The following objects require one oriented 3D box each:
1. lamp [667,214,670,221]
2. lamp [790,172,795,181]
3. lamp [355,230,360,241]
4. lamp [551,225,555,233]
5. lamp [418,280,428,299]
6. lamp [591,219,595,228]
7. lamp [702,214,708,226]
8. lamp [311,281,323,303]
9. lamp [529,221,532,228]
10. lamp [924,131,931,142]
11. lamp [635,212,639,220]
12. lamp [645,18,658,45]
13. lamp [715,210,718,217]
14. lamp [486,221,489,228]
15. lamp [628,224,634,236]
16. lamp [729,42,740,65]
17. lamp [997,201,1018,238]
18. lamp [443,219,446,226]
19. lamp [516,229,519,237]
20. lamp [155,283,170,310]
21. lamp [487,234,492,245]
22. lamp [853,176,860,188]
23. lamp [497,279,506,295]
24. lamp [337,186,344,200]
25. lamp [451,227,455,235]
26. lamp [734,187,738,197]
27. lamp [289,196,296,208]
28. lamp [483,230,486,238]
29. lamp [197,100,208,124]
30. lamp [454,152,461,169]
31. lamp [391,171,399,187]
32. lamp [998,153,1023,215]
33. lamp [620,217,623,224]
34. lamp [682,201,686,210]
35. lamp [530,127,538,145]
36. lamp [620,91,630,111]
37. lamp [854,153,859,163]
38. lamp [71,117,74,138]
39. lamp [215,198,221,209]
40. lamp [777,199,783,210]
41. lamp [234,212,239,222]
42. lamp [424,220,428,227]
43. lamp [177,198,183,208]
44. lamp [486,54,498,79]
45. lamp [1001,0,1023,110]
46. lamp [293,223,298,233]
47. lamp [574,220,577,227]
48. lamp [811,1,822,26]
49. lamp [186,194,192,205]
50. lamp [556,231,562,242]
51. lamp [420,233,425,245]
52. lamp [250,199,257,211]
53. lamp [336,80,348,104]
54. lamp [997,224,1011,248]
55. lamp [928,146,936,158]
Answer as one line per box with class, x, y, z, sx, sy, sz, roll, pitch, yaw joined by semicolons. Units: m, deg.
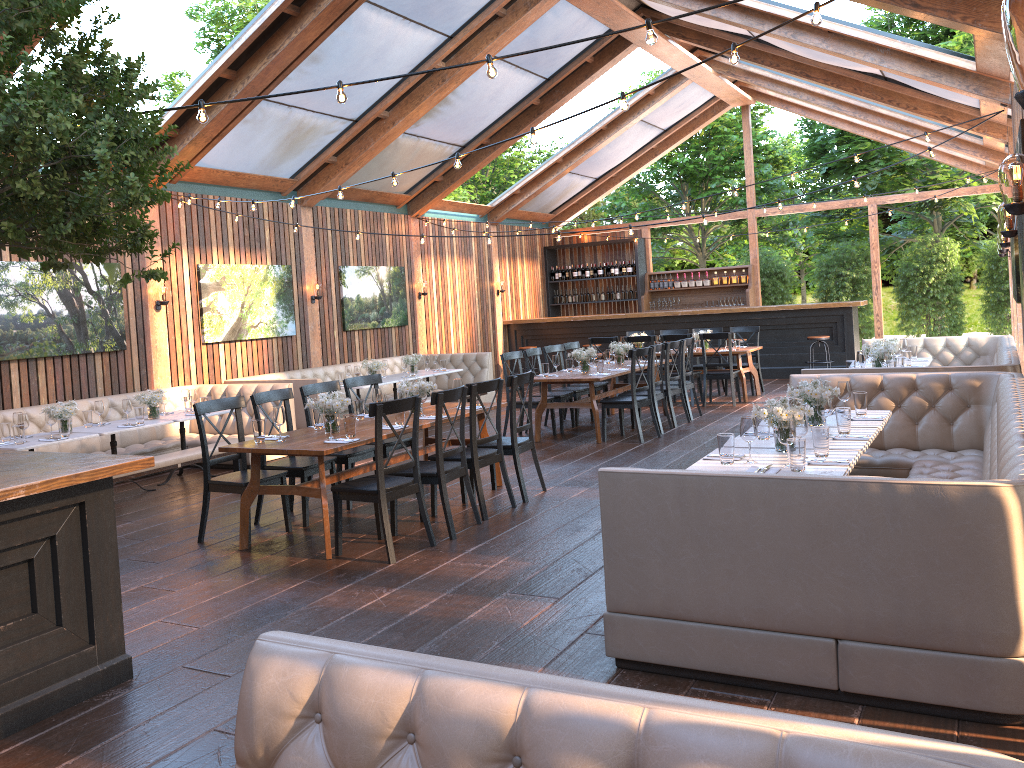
lamp;2.546;-2.718;14.412;0.056;0.120;0.056;-2;2;35
lamp;3.243;-2.405;10.237;0.056;0.114;0.075;-4;2;-15
lamp;-1.732;-1.668;9.920;0.056;0.120;0.056;-5;2;-33
lamp;0.604;-2.268;12.957;0.056;0.119;0.059;-3;2;8
lamp;-1.534;-1.642;15.350;0.178;0.319;0.147;-2;2;29
lamp;1.138;-2.251;12.419;0.056;0.121;0.056;-4;2;-3
lamp;1.994;-1.694;9.130;0.056;0.120;0.056;-4;2;-11
lamp;-2.852;-1.342;12.940;0.178;0.319;0.147;-2;2;29
lamp;0.312;-2.683;14.904;0.056;0.119;0.059;-4;2;-18
lamp;4.312;-2.564;9.176;0.056;0.118;0.064;-4;2;3
lamp;1.673;-2.256;11.867;0.057;0.119;0.056;-3;2;23
lamp;0.645;-1.637;4.116;0.062;0.119;0.056;-4;2;-19
lamp;3.290;-2.751;14.267;0.056;0.121;0.056;-5;2;-35
lamp;-0.420;-2.719;15.081;0.061;0.119;0.056;-2;3;45
lamp;1.246;-1.613;9.277;0.056;0.121;0.056;-3;2;28
lamp;1.205;-1.793;4.803;0.056;0.121;0.056;-5;2;-37
lamp;3.559;-1.153;6.300;0.178;0.319;0.147;-2;2;29
lamp;-1.168;-2.783;15.230;0.056;0.120;0.056;-4;2;-10
lamp;0.083;-2.303;13.513;0.056;0.121;0.056;-5;2;-27
lamp;-4.162;-1.045;10.544;0.178;0.319;0.147;-2;2;29
lamp;-0.247;-1.566;9.576;0.056;0.120;0.056;-5;3;-42
lamp;3.453;-2.023;8.866;0.059;0.119;0.056;-5;2;-30
lamp;-0.211;-1.942;17.769;0.178;0.319;0.147;-2;2;29
lamp;-1.454;-1.619;7.493;0.056;0.121;0.056;-2;3;44
lamp;-0.972;-2.525;14.605;0.066;0.117;0.056;-5;2;-32
lamp;2.733;-2.343;10.799;0.056;0.120;0.056;-3;2;5
lamp;-1.992;-1.652;8.024;0.067;0.117;0.056;-4;2;-8
lamp;-0.445;-2.380;14.064;0.056;0.121;0.056;-2;3;45
lamp;-1.587;-1.395;4.531;0.056;0.121;0.056;-3;2;9
lamp;-0.396;-1.615;6.403;0.056;0.121;0.056;-4;2;-20
lamp;-0.920;-1.609;6.948;0.056;0.121;0.056;-3;2;4
lamp;2.232;-0.852;3.873;0.178;0.319;0.147;-2;2;29
lamp;1.799;-2.691;14.582;0.056;0.120;0.056;-4;2;-15
lamp;2.200;-2.289;11.329;0.056;0.121;0.056;-2;3;43
lamp;0.143;-1.645;5.867;0.056;0.121;0.056;-2;2;38
lamp;0.678;-1.704;5.332;0.056;0.121;0.056;-2;3;41
lamp;3.777;-2.481;9.700;0.056;0.114;0.075;-3;3;27
lamp;-2.335;-1.360;4.678;0.056;0.121;0.056;-5;2;-36
lamp;-3.036;-1.864;9.131;0.063;0.118;0.057;-3;2;22
lamp;2.730;-1.826;9.000;0.056;0.120;0.056;-3;2;26
lamp;-3.197;-1.935;10.262;0.056;0.119;0.060;-5;3;-39
lamp;-1.475;-2.751;15.150;0.056;0.118;0.065;-4;2;-11
lamp;-3.916;-2.129;10.427;0.062;0.118;0.056;-3;2;12
lamp;-0.097;-1.522;4.235;0.056;0.120;0.056;-4;2;-5
lamp;0.915;-0.553;1.466;0.178;0.319;0.147;-2;2;29
lamp;-2.469;-1.780;10.089;0.056;0.116;0.071;-5;3;-39
lamp;1.055;-2.677;14.742;0.056;0.120;0.056;-4;2;-11
lamp;1.538;-1.873;4.476;0.056;0.121;0.056;-2;2;32
lamp;-3.541;-2.016;9.696;0.056;0.120;0.056;-4;2;-19
lamp;0.499;-1.574;9.436;0.056;0.120;0.056;-2;2;34
lamp;-0.990;-1.598;9.752;0.056;0.121;0.056;-3;2;16
lamp;-2.512;-1.736;8.592;0.056;0.121;0.056;-5;3;-40
lamp;-0.843;-1.444;4.371;0.056;0.120;0.056;-3;2;16
lamp;4.869;-1.451;8.695;0.178;0.319;0.147;-2;2;29
lamp;4.153;-2.295;8.753;0.068;0.117;0.057;-2;3;36
